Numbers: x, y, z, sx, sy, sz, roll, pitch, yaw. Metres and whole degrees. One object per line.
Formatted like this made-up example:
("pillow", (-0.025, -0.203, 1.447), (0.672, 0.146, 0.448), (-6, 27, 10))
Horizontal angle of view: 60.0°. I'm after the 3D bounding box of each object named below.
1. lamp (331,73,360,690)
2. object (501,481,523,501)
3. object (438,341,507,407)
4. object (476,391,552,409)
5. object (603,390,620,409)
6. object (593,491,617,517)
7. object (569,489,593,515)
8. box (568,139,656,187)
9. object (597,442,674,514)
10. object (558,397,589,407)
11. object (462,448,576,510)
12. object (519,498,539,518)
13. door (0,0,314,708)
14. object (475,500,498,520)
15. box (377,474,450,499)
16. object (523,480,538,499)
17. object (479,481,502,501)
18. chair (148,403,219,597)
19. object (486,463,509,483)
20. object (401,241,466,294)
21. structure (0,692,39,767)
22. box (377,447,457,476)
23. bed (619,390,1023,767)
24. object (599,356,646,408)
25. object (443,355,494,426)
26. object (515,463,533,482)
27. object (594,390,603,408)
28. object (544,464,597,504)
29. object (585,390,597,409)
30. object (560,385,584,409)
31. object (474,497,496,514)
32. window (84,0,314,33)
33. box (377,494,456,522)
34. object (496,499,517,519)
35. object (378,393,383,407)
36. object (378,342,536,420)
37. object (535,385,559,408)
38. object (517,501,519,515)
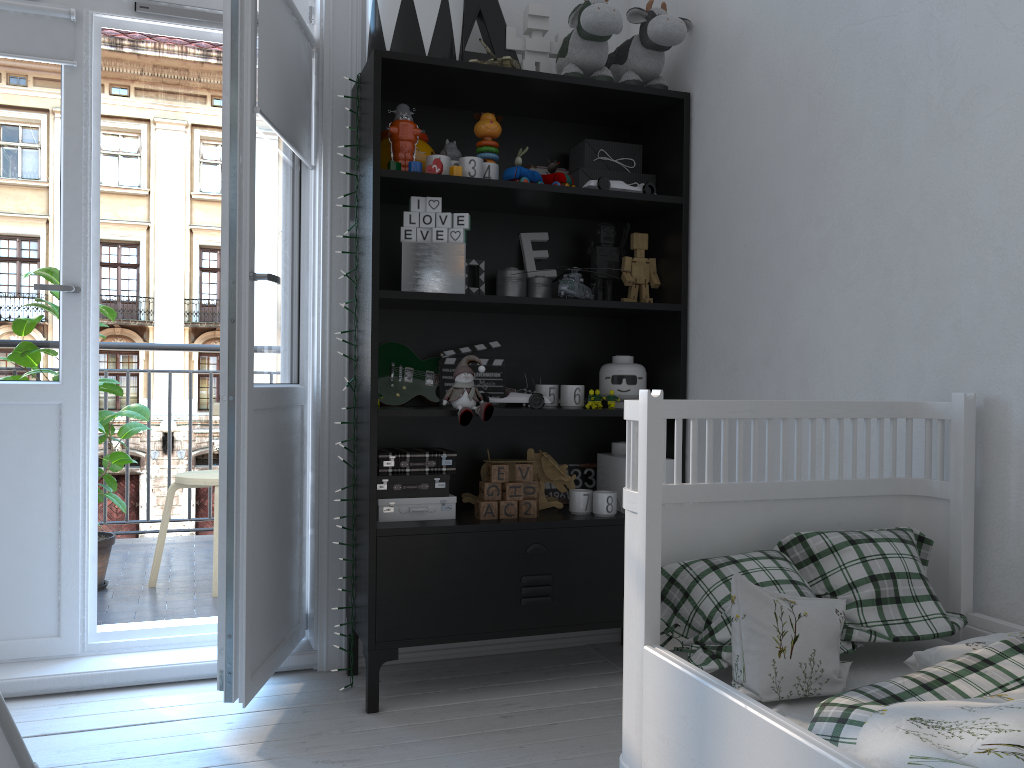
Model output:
("lamp", (-0.029, -0.004, 2.595), (0.985, 1.684, 0.095), (1, 1, -22))
("object", (0.000, 0.297, 2.468), (0.050, 0.050, 0.050), (1, 0, -20))
("object", (-0.116, -0.031, 2.599), (0.201, 0.199, 0.048), (1, 0, -20))
("object", (-0.004, 0.044, 2.481), (0.230, 0.048, 0.098), (1, 0, 5))
("object", (0.285, 0.044, 2.545), (0.042, 0.054, 0.031), (1, 0, 25))
("object", (0.264, 0.341, 2.527), (0.067, 0.067, 0.067), (1, 0, -6))
("object", (0.199, 0.340, 2.562), (0.067, 0.067, 0.067), (1, 0, -6))
("box", (0.295, -0.631, 2.685), (0.251, 0.189, 0.179), (1, 0, -20))
("object", (0.366, 0.276, 2.648), (0.132, 0.199, 0.267), (1, 0, -20))
("object", (0.161, 0.052, 2.699), (0.163, 0.034, 0.069), (1, 0, -20))
("object", (0.022, 0.282, 2.617), (0.337, 0.186, 0.111), (1, 0, -5))
("object", (0.048, 0.348, 2.486), (0.050, 0.050, 0.050), (1, 0, 10))
("door", (-1.124, -0.152, 2.250), (1.264, 1.838, 0.636), (1, 0, -18))
("object", (-0.071, 0.346, 2.443), (0.050, 0.050, 0.050), (1, 0, -20))
("box", (-0.298, 0.275, 2.455), (0.215, 0.062, 0.179), (1, 0, -20))
("object", (0.041, 0.298, 2.512), (0.050, 0.050, 0.050), (1, 0, -20))
("object", (-0.060, 0.297, 2.468), (0.050, 0.050, 0.050), (1, 0, -20))
("chair", (-1.155, 0.439, 3.600), (0.436, 0.715, 0.498), (1, 0, 25))
("object", (-0.040, 0.247, 2.466), (0.050, 0.050, 0.050), (1, 0, -20))
("object", (-0.212, -0.305, 2.397), (0.170, 0.138, 0.124), (1, 0, -5))
("structure", (-1.493, -0.045, 1.554), (1.143, 1.750, 1.143), (0, 0, -44))
("box", (-0.280, 0.214, 2.463), (0.215, 0.062, 0.179), (1, 0, -20))
("bed", (0.706, 0.431, 0.941), (0.670, 0.833, 1.404), (1, 0, -20))
("object", (0.330, -0.003, 2.647), (0.139, 0.162, 0.139), (0, 0, -45))
("object", (-0.112, 0.016, 2.318), (0.110, 0.186, 0.129), (0, 0, -33))
("object", (0.034, 0.248, 2.495), (0.050, 0.050, 0.050), (1, 0, 0))
("object", (0.246, 0.044, 2.563), (0.042, 0.054, 0.031), (1, 0, -20))
("object", (0.135, 0.311, 2.753), (0.347, 0.120, 0.034), (1, 0, -20))
("object", (0.224, 0.043, 2.499), (0.031, 0.054, 0.042), (1, 0, 30))
("object", (0.173, 0.036, 2.536), (0.067, 0.067, 0.067), (1, 0, -6))
("object", (-0.075, 0.346, 2.500), (0.050, 0.050, 0.050), (1, 0, -20))
("window", (-1.185, -1.402, 2.475), (1.263, 0.660, 0.101), (1, 0, -20))
("box", (-0.280, 0.337, 2.462), (0.215, 0.062, 0.179), (1, 0, -20))
("object", (-0.015, 0.347, 2.463), (0.050, 0.050, 0.050), (1, 0, -15))
("object", (-0.378, 0.036, 2.452), (0.042, 0.054, 0.031), (1, 0, -10))
("object", (-0.164, 0.000, 2.610), (0.542, 0.239, 0.093), (1, 0, -19))
("object", (0.101, 0.035, 2.561), (0.067, 0.067, 0.067), (1, 0, -6))
("object", (0.035, 0.347, 2.543), (0.050, 0.050, 0.050), (1, 0, -20))
